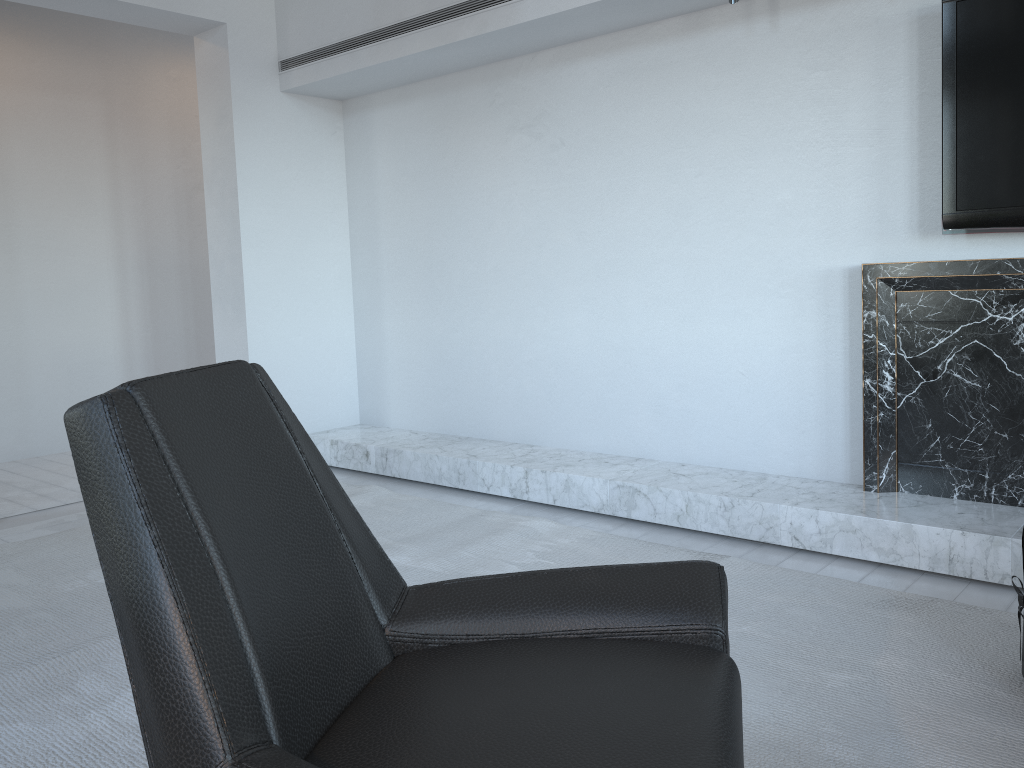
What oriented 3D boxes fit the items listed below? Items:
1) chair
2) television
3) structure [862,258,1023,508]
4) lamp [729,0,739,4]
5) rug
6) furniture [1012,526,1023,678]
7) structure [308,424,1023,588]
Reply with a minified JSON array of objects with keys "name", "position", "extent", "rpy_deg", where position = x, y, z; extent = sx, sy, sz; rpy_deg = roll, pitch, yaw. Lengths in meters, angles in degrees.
[{"name":"chair","position":[-0.110,0.377,1.173],"extent":[0.804,0.807,0.844],"rpy_deg":[-1,6,14]},{"name":"television","position":[1.786,-0.789,2.368],"extent":[1.160,0.749,0.129],"rpy_deg":[3,7,41]},{"name":"structure","position":[1.985,0.071,2.621],"extent":[1.688,0.921,0.522],"rpy_deg":[3,8,41]},{"name":"lamp","position":[2.340,-1.217,1.623],"extent":[4.257,0.081,0.053],"rpy_deg":[4,8,41]},{"name":"rug","position":[0.948,0.803,0.670],"extent":[7.775,0.032,2.963],"rpy_deg":[4,9,41]},{"name":"furniture","position":[1.378,0.483,1.662],"extent":[0.599,0.377,0.616],"rpy_deg":[-2,6,0]},{"name":"structure","position":[1.752,0.484,2.379],"extent":[7.213,0.134,0.394],"rpy_deg":[4,9,41]}]
